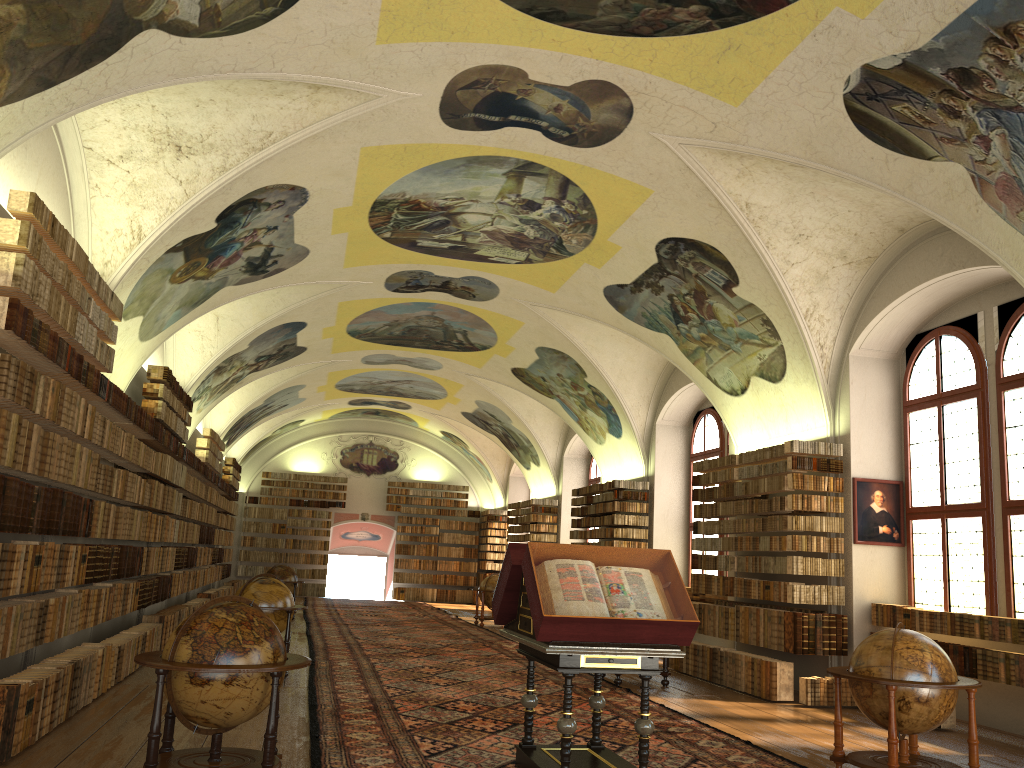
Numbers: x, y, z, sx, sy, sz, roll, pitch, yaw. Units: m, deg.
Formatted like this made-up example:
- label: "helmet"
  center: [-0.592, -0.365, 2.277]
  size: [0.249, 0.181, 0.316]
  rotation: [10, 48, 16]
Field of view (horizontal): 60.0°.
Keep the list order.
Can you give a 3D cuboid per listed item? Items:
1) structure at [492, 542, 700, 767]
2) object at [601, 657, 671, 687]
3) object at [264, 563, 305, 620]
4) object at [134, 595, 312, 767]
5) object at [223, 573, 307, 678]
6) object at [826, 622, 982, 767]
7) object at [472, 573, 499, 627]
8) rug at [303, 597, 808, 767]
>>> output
- label: "structure"
  center: [0.604, 2.373, 7.504]
  size: [1.246, 1.974, 1.897]
  rotation: [5, -11, -12]
- label: "object"
  center: [1.976, 4.084, 14.372]
  size: [1.280, 1.443, 1.282]
  rotation: [-6, -14, 39]
- label: "object"
  center: [-6.195, 5.506, 23.629]
  size: [1.279, 1.443, 1.283]
  rotation: [-3, -12, 29]
- label: "object"
  center: [-2.187, 2.331, 6.677]
  size: [1.280, 1.443, 1.282]
  rotation: [-6, -14, 39]
- label: "object"
  center: [-3.707, 3.538, 13.117]
  size: [1.279, 1.443, 1.283]
  rotation: [-2, -12, 24]
- label: "object"
  center: [3.494, 2.878, 7.932]
  size: [1.279, 1.443, 1.283]
  rotation: [-2, -12, 24]
- label: "object"
  center: [-0.503, 6.051, 24.874]
  size: [1.279, 1.443, 1.283]
  rotation: [-3, -12, 29]
- label: "rug"
  center: [-1.562, 5.104, 16.961]
  size: [4.706, 0.064, 37.023]
  rotation: [5, -12, -12]
